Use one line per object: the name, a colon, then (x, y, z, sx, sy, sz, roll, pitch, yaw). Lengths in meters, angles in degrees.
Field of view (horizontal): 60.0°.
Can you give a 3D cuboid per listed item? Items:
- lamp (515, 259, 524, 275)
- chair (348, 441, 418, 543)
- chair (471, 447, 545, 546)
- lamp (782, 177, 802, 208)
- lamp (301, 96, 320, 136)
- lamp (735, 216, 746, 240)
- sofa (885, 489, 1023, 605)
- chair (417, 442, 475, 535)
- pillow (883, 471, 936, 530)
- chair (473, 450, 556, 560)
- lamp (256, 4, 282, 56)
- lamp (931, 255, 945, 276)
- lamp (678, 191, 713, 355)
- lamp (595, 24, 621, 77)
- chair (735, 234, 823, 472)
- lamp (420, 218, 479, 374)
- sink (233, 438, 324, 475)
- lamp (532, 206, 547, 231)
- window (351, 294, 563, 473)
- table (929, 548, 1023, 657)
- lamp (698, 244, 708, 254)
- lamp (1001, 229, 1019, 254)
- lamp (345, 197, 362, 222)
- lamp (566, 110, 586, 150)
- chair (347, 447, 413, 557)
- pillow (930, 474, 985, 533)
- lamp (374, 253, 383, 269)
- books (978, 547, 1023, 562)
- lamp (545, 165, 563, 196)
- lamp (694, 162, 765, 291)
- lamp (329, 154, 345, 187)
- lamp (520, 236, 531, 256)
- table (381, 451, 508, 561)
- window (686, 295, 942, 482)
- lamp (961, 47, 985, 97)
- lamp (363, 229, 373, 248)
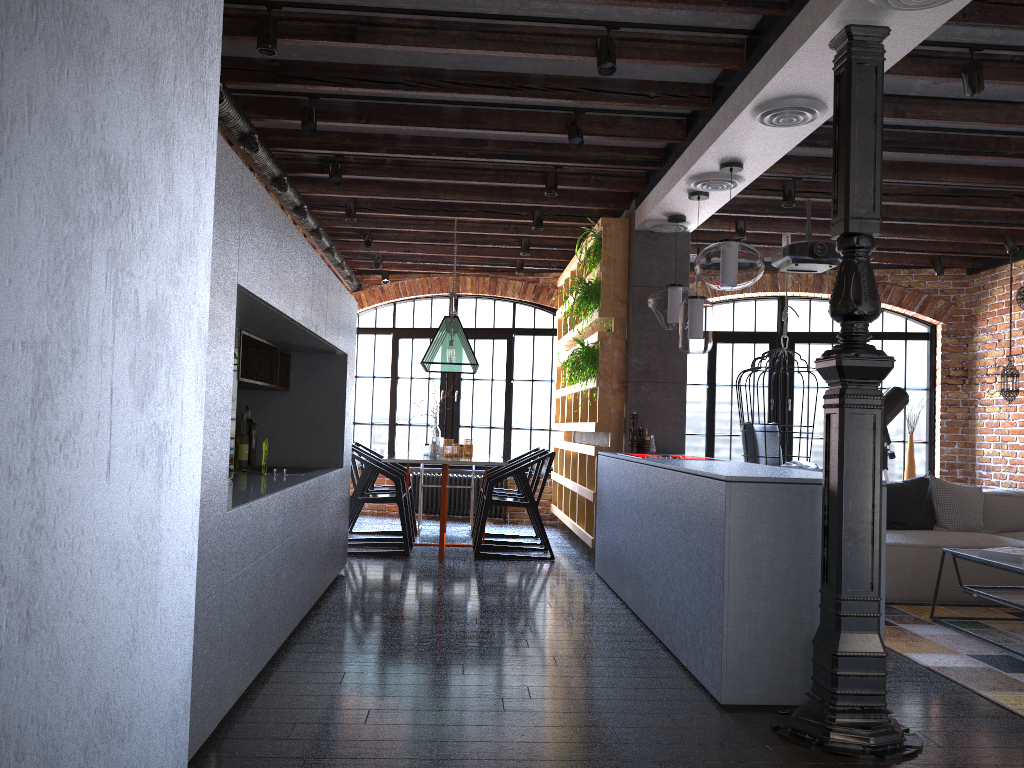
lamp: (0.086, -1.194, 8.896, 0.082, 0.184, 0.112, 4, -3, -35)
chair: (-1.114, 0.916, 7.634, 0.610, 0.818, 0.495, 2, -2, -3)
chair: (-0.031, 0.955, 7.699, 0.610, 0.818, 0.495, 2, -2, -3)
lamp: (1.867, -1.279, 5.923, 0.119, 0.184, 0.082, 2, -2, -7)
lamp: (-1.074, -1.421, 4.717, 0.092, 0.209, 0.140, 3, -3, -19)
lamp: (1.803, -1.229, 6.949, 0.083, 0.188, 0.116, 4, -3, -40)
sofa: (3.203, 1.009, 4.849, 2.536, 0.697, 3.301, 2, -3, -4)
chair: (-0.604, 0.963, 8.261, 0.495, 0.818, 0.611, 2, -3, -3)
pillow: (2.687, 0.794, 6.015, 0.538, 0.417, 0.239, 3, -3, -14)
chair: (0.017, 0.919, 6.908, 0.610, 0.818, 0.495, 2, -2, -3)
lamp: (-1.017, -1.481, 3.704, 0.082, 0.184, 0.110, 3, -3, -32)
lamp: (3.909, -1.093, 8.132, 0.093, 0.208, 0.134, 3, -3, -28)
lamp: (1.095, -0.653, 5.252, 0.195, 0.955, 0.198, 1, -3, 27)
lamp: (0.402, -1.420, 3.788, 0.091, 0.203, 0.119, 3, -3, -24)
chair: (2.266, -0.186, 7.532, 0.682, 2.220, 0.802, 0, -3, 42)
lamp: (-0.501, -0.757, 7.530, 0.465, 1.266, 1.258, 2, -3, -3)
sink: (-1.324, 0.447, 5.056, 0.381, 0.287, 0.827, 2, -3, -3)
lamp: (0.211, -1.288, 6.855, 0.082, 0.184, 0.113, 4, -3, -37)
window: (-0.669, -0.039, 9.749, 3.144, 2.232, 0.177, 1, -2, 14)
table: (2.733, 1.085, 4.458, 0.842, 0.388, 0.849, 2, -3, -3)
lamp: (1.736, -1.183, 8.009, 0.121, 0.184, 0.082, 2, -2, -10)
lamp: (3.971, -1.142, 7.073, 0.090, 0.208, 0.134, 4, -3, -36)
lamp: (-1.216, -1.338, 6.754, 0.123, 0.188, 0.083, 0, -3, 31)
lamp: (0.348, -1.370, 4.798, 0.093, 0.210, 0.145, 2, -3, -11)
chair: (-1.066, 0.880, 6.843, 0.610, 0.818, 0.495, 2, -2, -3)
pillow: (3.025, 0.818, 6.009, 0.543, 0.402, 0.250, 3, -3, -21)
lamp: (-1.319, -1.235, 8.782, 0.093, 0.206, 0.160, 2, -3, -7)
books: (2.606, 0.878, 4.588, 0.309, 0.038, 0.225, 4, -3, -33)
lamp: (0.271, -1.336, 5.819, 0.082, 0.184, 0.116, 4, -3, -43)
lamp: (1.149, -0.825, 4.675, 0.364, 0.664, 0.364, 3, -3, -20)
lamp: (-1.133, -1.374, 5.724, 0.093, 0.210, 0.148, 3, -3, -16)
lamp: (0.138, -1.240, 7.904, 0.124, 0.184, 0.082, 3, -3, -19)
table: (-0.549, 0.959, 7.273, 0.905, 0.737, 1.888, 2, -3, -3)
window: (2.753, 0.042, 9.078, 3.293, 2.232, 0.177, 1, -2, 14)
lamp: (2.019, -1.369, 3.884, 0.083, 0.190, 0.161, 0, -3, 33)
lamp: (-1.257, -1.283, 7.792, 0.093, 0.201, 0.162, 2, -3, -10)
